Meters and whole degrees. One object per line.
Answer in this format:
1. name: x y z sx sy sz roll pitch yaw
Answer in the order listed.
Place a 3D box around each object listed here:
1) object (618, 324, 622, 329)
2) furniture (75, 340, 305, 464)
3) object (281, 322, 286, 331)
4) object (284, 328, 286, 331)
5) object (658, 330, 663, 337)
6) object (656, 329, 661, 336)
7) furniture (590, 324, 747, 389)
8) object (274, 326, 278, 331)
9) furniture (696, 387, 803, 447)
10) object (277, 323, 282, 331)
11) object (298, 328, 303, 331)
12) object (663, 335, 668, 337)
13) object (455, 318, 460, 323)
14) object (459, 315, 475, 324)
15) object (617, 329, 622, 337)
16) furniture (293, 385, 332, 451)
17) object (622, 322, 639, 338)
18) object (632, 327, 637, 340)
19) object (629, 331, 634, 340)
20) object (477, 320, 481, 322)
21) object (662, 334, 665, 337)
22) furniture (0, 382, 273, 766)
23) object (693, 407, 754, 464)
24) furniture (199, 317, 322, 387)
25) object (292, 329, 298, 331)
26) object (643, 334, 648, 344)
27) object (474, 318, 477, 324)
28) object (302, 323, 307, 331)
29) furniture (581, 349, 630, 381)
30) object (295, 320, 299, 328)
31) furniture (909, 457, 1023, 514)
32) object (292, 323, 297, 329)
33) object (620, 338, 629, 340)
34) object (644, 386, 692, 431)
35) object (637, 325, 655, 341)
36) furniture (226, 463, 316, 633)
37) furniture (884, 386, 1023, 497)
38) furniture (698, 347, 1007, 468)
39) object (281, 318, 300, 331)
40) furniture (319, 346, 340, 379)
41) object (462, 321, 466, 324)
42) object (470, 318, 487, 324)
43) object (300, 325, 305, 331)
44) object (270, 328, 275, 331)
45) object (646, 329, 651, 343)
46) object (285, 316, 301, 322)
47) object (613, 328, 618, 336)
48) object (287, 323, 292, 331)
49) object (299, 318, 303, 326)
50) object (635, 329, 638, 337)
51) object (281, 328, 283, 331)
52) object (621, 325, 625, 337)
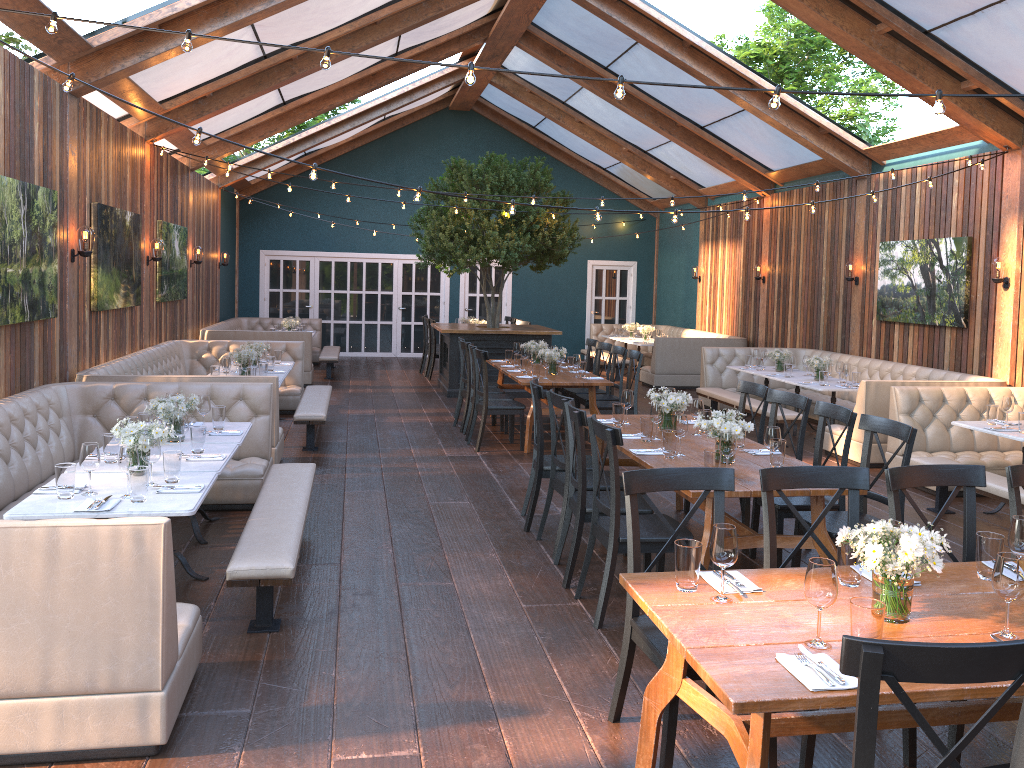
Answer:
1. object: 2.135 -1.067 17.519 0.092 0.243 0.092 4 4 32
2. furniture: -3.215 0.108 9.490 1.709 0.855 4.181 0 7 -10
3. object: -3.968 -0.977 15.383 0.092 0.243 0.092 4 4 38
4. object: -4.227 -1.071 16.475 0.092 0.157 0.092 0 4 -24
5. object: 2.630 -0.838 15.705 0.092 0.243 0.092 4 4 38
6. object: 2.640 -0.866 15.940 0.092 0.243 0.092 4 4 38
7. furniture: 2.822 -0.585 16.687 1.709 0.855 4.181 0 7 -10
8. object: -4.070 -0.928 15.307 0.092 0.157 0.092 0 4 -24
9. furniture: 2.773 0.372 10.567 0.313 0.397 2.341 1 7 -10
10. object: -3.843 -0.884 14.627 0.092 0.243 0.092 4 4 38
11. object: -3.570 -0.868 14.913 0.092 0.157 0.092 0 4 -24
12. object: 2.708 -0.785 15.632 0.092 0.157 0.092 0 4 -24
13. object: -1.031 -1.123 16.791 0.092 0.243 0.092 4 4 32
14. object: -0.834 -1.130 16.611 0.329 0.308 0.338 0 5 -12
15. object: 2.088 -0.988 17.201 0.092 0.157 0.092 0 4 -24
16. furniture: -2.159 0.343 9.688 0.313 0.397 2.341 1 7 -10
17. object: 2.303 -1.046 17.101 0.336 0.308 0.330 -3 7 -45
18. object: 2.291 -0.944 16.517 0.092 0.243 0.092 4 4 38
19. object: 2.215 -0.894 16.440 0.092 0.157 0.092 0 4 -24
20. object: -0.609 -1.067 16.410 0.092 0.243 0.092 4 4 32
21. object: 2.714 -0.831 16.021 0.092 0.157 0.092 0 4 -24
22. furniture: -2.425 0.659 5.033 1.709 0.855 4.181 0 7 -10
23. object: 1.221 0.298 5.064 0.329 0.308 0.337 -3 7 -43
24. furniture: -4.268 -0.627 15.439 1.709 0.855 4.181 0 7 -10
25. object: -3.557 -0.819 14.500 0.092 0.157 0.092 0 4 -24
26. object: 2.357 -0.797 15.657 0.092 0.157 0.092 0 4 -24
27. object: -0.716 -1.140 17.002 0.092 0.243 0.092 4 4 32
28. object: -3.847 -1.055 16.427 0.092 0.157 0.092 0 4 -24
29. furniture: 1.716 -0.366 16.538 0.313 0.397 2.341 1 7 -10
30. object: -3.786 -0.992 15.548 0.092 0.243 0.092 4 4 38
31. furniture: 3.560 0.921 6.123 0.313 0.397 2.341 1 7 -10
32. object: -3.652 -0.903 14.830 0.092 0.243 0.092 4 4 38
33. object: 2.137 -0.844 16.591 0.255 0.019 0.158 0 7 -10
34. object: 1.088 0.170 6.107 0.329 0.308 0.337 4 6 24
35. object: 2.462 -0.944 16.286 0.337 0.308 0.330 5 6 32
36. furniture: -1.372 0.893 5.245 0.313 0.397 2.341 1 7 -10
37. furniture: 4.661 0.699 6.301 1.709 0.855 4.181 0 7 -10
38. furniture: 3.874 0.149 10.748 1.709 0.855 4.181 0 7 -10
39. object: -3.814 -0.980 15.168 0.337 0.308 0.330 5 6 32
40. furniture: -3.217 -0.395 15.660 0.313 0.397 2.341 1 7 -10
41. object: -0.854 -0.985 15.661 0.092 0.243 0.092 4 4 38
42. object: -0.588 -1.004 15.608 0.329 0.308 0.338 2 5 5
43. object: -3.703 -0.960 15.657 0.092 0.157 0.092 0 4 -24
44. object: -3.931 -0.832 14.525 0.092 0.157 0.092 0 4 -24
45. object: 2.433 -0.847 15.734 0.092 0.243 0.092 4 4 38
46. object: -3.973 -1.082 15.984 0.336 0.308 0.330 -3 7 -45
47. object: 2.054 -1.036 17.596 0.092 0.157 0.092 0 4 -24
48. object: -3.669 -0.875 14.585 0.092 0.243 0.092 4 4 38
49. object: -3.909 -1.088 16.330 0.092 0.243 0.092 4 4 32
50. object: 2.444 -1.019 17.546 0.092 0.157 0.092 0 4 -24
51. object: -4.197 -1.023 16.072 0.092 0.157 0.092 0 4 -24
52. object: 2.164 -1.038 17.279 0.092 0.243 0.092 4 4 32
